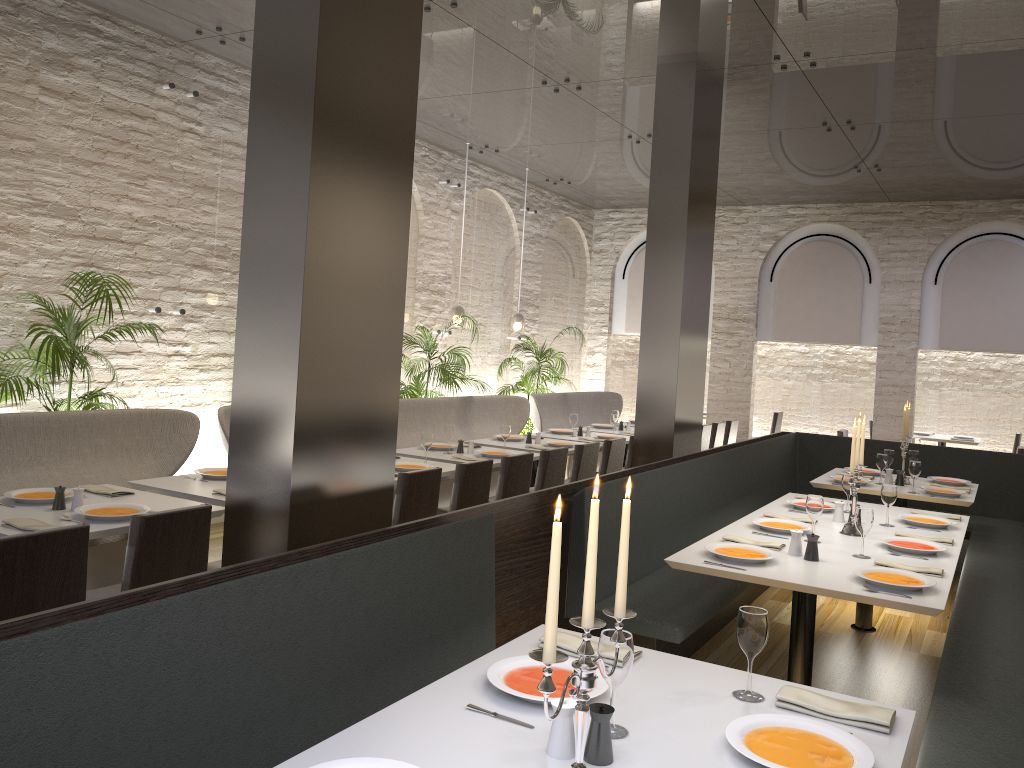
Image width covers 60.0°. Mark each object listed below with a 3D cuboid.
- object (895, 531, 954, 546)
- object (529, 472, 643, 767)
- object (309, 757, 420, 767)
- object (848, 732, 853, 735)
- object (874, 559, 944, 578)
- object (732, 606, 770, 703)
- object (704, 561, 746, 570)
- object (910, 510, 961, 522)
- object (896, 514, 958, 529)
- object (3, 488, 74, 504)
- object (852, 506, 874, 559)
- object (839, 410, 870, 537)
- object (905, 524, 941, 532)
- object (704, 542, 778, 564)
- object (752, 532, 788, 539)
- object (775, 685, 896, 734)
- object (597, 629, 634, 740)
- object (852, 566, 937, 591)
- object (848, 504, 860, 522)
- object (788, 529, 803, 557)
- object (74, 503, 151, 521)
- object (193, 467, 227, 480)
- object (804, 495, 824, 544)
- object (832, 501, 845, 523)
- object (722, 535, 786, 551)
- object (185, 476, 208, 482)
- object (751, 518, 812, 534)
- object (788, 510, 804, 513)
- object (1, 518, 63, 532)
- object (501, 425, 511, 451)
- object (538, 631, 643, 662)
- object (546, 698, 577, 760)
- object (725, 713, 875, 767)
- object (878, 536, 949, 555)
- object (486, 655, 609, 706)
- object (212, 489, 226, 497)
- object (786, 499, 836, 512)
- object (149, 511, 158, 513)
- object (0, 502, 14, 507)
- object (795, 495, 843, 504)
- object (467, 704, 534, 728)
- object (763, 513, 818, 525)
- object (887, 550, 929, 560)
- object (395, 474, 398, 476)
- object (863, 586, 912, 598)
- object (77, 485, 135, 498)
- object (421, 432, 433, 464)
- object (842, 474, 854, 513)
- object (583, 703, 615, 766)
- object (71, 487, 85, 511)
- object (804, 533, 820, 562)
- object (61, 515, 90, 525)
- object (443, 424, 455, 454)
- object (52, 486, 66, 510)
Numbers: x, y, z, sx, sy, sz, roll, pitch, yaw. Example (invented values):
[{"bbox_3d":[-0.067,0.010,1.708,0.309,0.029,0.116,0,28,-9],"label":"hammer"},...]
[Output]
[{"bbox_3d":[2.172,0.812,4.669,0.273,0.033,0.142,5,3,29],"label":"object"},{"bbox_3d":[0.142,0.495,1.695,0.132,0.657,0.389,4,1,40],"label":"object"},{"bbox_3d":[-0.279,0.785,1.645,0.321,0.036,0.322,4,2,5],"label":"object"},{"bbox_3d":[0.734,0.835,2.165,0.185,0.010,0.017,5,2,29],"label":"object"},{"bbox_3d":[1.769,0.818,3.951,0.273,0.033,0.142,5,3,29],"label":"object"},{"bbox_3d":[0.631,0.712,2.342,0.086,0.231,0.086,4,0,41],"label":"object"},{"bbox_3d":[0.912,0.776,3.789,0.185,0.010,0.017,5,2,29],"label":"object"},{"bbox_3d":[2.592,0.805,5.418,0.273,0.033,0.142,5,3,29],"label":"object"},{"bbox_3d":[2.397,0.799,5.125,0.322,0.036,0.321,5,3,25],"label":"object"},{"bbox_3d":[-2.285,0.548,4.299,0.322,0.036,0.321,4,2,7],"label":"object"},{"bbox_3d":[1.644,0.696,4.149,0.086,0.231,0.086,3,0,-19],"label":"object"},{"bbox_3d":[1.826,0.468,4.699,0.132,0.657,0.389,4,1,40],"label":"object"},{"bbox_3d":[2.302,0.808,4.963,0.181,0.015,0.038,5,3,31],"label":"object"},{"bbox_3d":[1.026,0.765,3.974,0.322,0.036,0.321,5,3,27],"label":"object"},{"bbox_3d":[1.314,0.769,4.507,0.185,0.010,0.017,5,2,29],"label":"object"},{"bbox_3d":[0.831,0.827,2.274,0.273,0.033,0.142,5,3,29],"label":"object"},{"bbox_3d":[0.238,0.699,2.074,0.086,0.231,0.086,4,0,41],"label":"object"},{"bbox_3d":[1.577,0.812,3.662,0.321,0.036,0.322,4,2,5],"label":"object"},{"bbox_3d":[1.932,0.733,5.001,0.069,0.126,0.069,4,1,23],"label":"object"},{"bbox_3d":[1.316,0.734,4.105,0.068,0.126,0.069,3,1,-38],"label":"object"},{"bbox_3d":[-1.818,0.588,4.035,0.322,0.036,0.321,4,2,7],"label":"object"},{"bbox_3d":[-1.731,0.539,5.288,0.321,0.036,0.322,2,3,-26],"label":"object"},{"bbox_3d":[1.511,0.675,4.436,0.086,0.231,0.086,4,0,29],"label":"object"},{"bbox_3d":[1.862,0.727,5.044,0.069,0.126,0.069,4,1,23],"label":"object"},{"bbox_3d":[1.170,0.767,4.287,0.273,0.033,0.142,5,3,29],"label":"object"},{"bbox_3d":[-1.826,0.550,5.129,0.185,0.010,0.017,5,2,29],"label":"object"},{"bbox_3d":[1.430,0.758,4.695,0.321,0.036,0.322,1,3,-41],"label":"object"},{"bbox_3d":[1.734,0.763,5.256,0.185,0.010,0.017,5,2,29],"label":"object"},{"bbox_3d":[-1.996,0.598,3.722,0.273,0.033,0.142,5,3,29],"label":"object"},{"bbox_3d":[-0.056,0.455,7.312,0.086,0.231,0.086,3,0,-19],"label":"object"},{"bbox_3d":[0.232,0.775,2.611,0.273,0.033,0.142,5,3,29],"label":"object"},{"bbox_3d":[0.112,0.754,1.948,0.069,0.126,0.069,4,1,23],"label":"object"},{"bbox_3d":[0.644,0.827,1.996,0.321,0.036,0.322,1,3,-41],"label":"object"},{"bbox_3d":[1.981,0.805,4.383,0.321,0.036,0.322,1,3,-41],"label":"object"},{"bbox_3d":[0.093,0.779,2.308,0.321,0.036,0.322,1,3,-41],"label":"object"},{"bbox_3d":[-1.442,0.589,4.710,0.273,0.033,0.142,5,3,29],"label":"object"},{"bbox_3d":[1.846,0.751,5.437,0.322,0.036,0.321,5,3,25],"label":"object"},{"bbox_3d":[-1.736,0.596,4.192,0.185,0.010,0.017,5,2,29],"label":"object"},{"bbox_3d":[-2.379,0.559,4.141,0.185,0.010,0.017,5,2,29],"label":"object"},{"bbox_3d":[1.993,0.754,5.755,0.273,0.033,0.142,5,3,29],"label":"object"},{"bbox_3d":[-0.027,0.791,2.112,0.185,0.010,0.017,5,2,29],"label":"object"},{"bbox_3d":[1.573,0.760,5.006,0.273,0.033,0.142,5,3,29],"label":"object"},{"bbox_3d":[1.882,0.814,4.214,0.181,0.015,0.038,5,3,31],"label":"object"},{"bbox_3d":[-0.874,0.580,5.725,0.273,0.033,0.142,5,3,29],"label":"object"},{"bbox_3d":[1.479,0.821,3.496,0.181,0.015,0.038,5,3,31],"label":"object"},{"bbox_3d":[-2.103,0.554,4.589,0.273,0.033,0.142,5,3,29],"label":"object"},{"bbox_3d":[-0.611,0.464,6.322,0.086,0.231,0.086,4,0,35],"label":"object"},{"bbox_3d":[2.049,0.666,5.395,0.086,0.231,0.086,4,0,41],"label":"object"},{"bbox_3d":[0.191,0.759,1.931,0.069,0.126,0.069,4,1,23],"label":"object"},{"bbox_3d":[-2.020,0.532,4.126,0.059,0.109,0.059,4,1,21],"label":"object"},{"bbox_3d":[1.363,0.741,4.022,0.069,0.126,0.069,3,1,-29],"label":"object"},{"bbox_3d":[-1.913,0.597,3.877,0.181,0.015,0.038,5,3,31],"label":"object"},{"bbox_3d":[-0.499,0.439,7.042,0.086,0.231,0.086,3,0,-19],"label":"object"},{"bbox_3d":[-2.103,0.527,4.121,0.059,0.109,0.059,4,1,21],"label":"object"}]
